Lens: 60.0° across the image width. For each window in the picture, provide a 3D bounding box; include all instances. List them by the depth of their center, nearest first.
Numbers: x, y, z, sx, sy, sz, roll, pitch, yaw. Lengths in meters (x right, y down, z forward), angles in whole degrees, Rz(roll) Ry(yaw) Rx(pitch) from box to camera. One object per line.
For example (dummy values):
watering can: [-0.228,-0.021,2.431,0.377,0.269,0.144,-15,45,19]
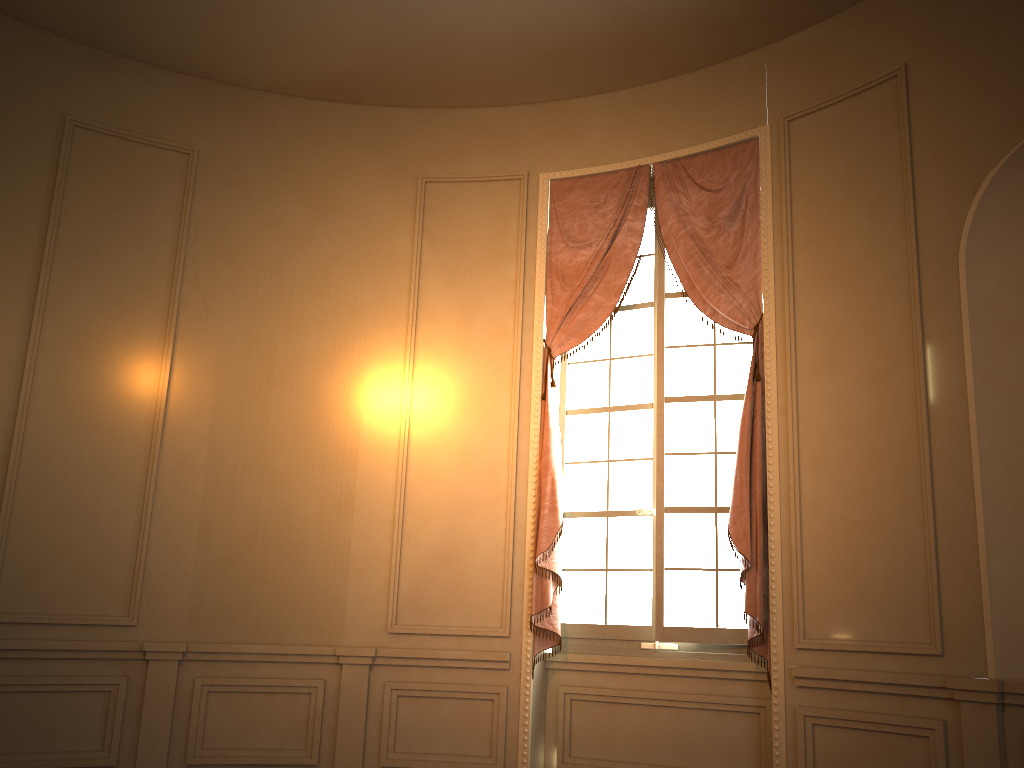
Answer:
window: [0.840,0.101,5.071,1.287,2.813,0.157,-4,-14,27]

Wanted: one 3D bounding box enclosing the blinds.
blinds: [0.736,0.108,4.853,1.310,2.952,0.293,-4,-14,26]
